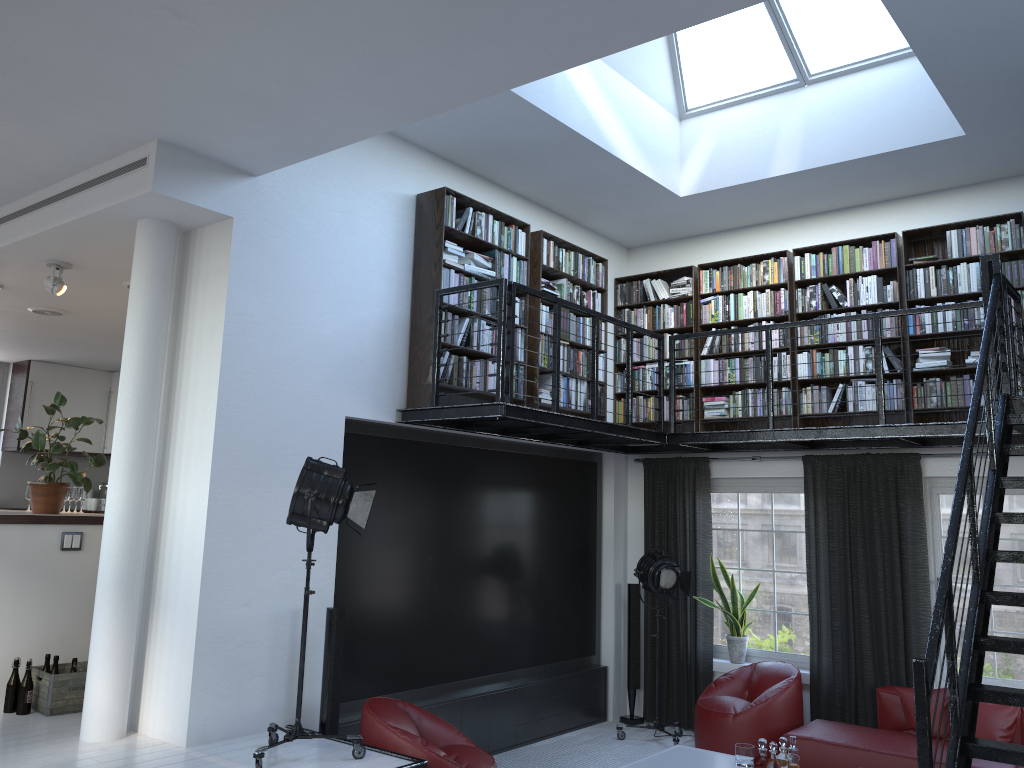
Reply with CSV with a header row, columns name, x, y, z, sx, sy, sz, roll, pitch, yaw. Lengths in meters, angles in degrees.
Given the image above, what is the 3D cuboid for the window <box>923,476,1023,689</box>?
name,x,y,z,sx,sy,sz,roll,pitch,yaw
window,3.740,1.499,6.615,1.165,1.616,0.132,-6,-13,37

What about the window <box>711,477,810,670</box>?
name,x,y,z,sx,sy,sz,roll,pitch,yaw
window,2.161,1.636,7.839,1.165,1.616,0.132,-6,-13,37

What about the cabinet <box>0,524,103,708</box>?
name,x,y,z,sx,sy,sz,roll,pitch,yaw
cabinet,-4.538,1.674,7.338,4.161,1.179,1.493,-5,-11,38

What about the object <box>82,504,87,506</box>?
name,x,y,z,sx,sy,sz,roll,pitch,yaw
object,-5.542,1.582,11.552,0.152,0.074,0.153,-6,-12,41

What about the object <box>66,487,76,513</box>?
name,x,y,z,sx,sy,sz,roll,pitch,yaw
object,-3.742,0.982,7.509,0.082,0.224,0.082,5,-11,-18

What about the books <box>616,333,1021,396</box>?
name,x,y,z,sx,sy,sz,roll,pitch,yaw
books,2.820,-0.459,7.370,4.427,1.421,0.226,-5,-12,38

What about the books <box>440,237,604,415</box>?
name,x,y,z,sx,sy,sz,roll,pitch,yaw
books,1.734,-0.691,5.993,4.368,1.418,2.195,-5,-11,37

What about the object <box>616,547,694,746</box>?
name,x,y,z,sx,sy,sz,roll,pitch,yaw
object,2.267,2.152,7.058,2.904,1.589,0.748,-2,-11,22

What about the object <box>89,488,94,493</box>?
name,x,y,z,sx,sy,sz,roll,pitch,yaw
object,-5.545,1.394,11.583,0.153,0.070,0.152,2,-9,-5

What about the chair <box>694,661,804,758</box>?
name,x,y,z,sx,sy,sz,roll,pitch,yaw
chair,1.859,2.574,6.983,0.830,0.716,0.825,2,-9,0

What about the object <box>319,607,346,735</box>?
name,x,y,z,sx,sy,sz,roll,pitch,yaw
object,-1.114,1.981,5.344,0.157,1.229,0.156,-2,-11,19

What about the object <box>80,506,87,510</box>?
name,x,y,z,sx,sy,sz,roll,pitch,yaw
object,-5.543,1.618,11.548,0.153,0.056,0.152,3,-9,-9

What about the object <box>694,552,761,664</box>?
name,x,y,z,sx,sy,sz,roll,pitch,yaw
object,1.790,1.943,7.741,0.524,0.946,0.551,10,-13,-40

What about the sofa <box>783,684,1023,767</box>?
name,x,y,z,sx,sy,sz,roll,pitch,yaw
sofa,2.510,2.345,5.054,2.537,0.660,3.265,-5,-11,38

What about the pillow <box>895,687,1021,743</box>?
name,x,y,z,sx,sy,sz,roll,pitch,yaw
pillow,3.418,2.206,5.554,0.983,0.404,1.945,3,-9,-9

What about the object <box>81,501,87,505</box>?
name,x,y,z,sx,sy,sz,roll,pitch,yaw
object,-5.541,1.552,11.556,0.153,0.063,0.152,5,-9,-22

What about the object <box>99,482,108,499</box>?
name,x,y,z,sx,sy,sz,roll,pitch,yaw
object,-5.078,1.471,11.570,0.873,0.377,0.242,-4,-12,34

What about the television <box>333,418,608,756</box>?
name,x,y,z,sx,sy,sz,roll,pitch,yaw
television,-0.181,1.641,7.006,0.116,2.443,3.337,-7,-12,38

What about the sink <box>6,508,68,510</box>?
name,x,y,z,sx,sy,sz,roll,pitch,yaw
sink,-5.812,1.481,10.987,0.433,0.416,0.911,-6,-12,38

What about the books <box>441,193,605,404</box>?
name,x,y,z,sx,sy,sz,roll,pitch,yaw
books,0.072,-0.562,7.253,0.314,1.432,2.196,-7,-12,38

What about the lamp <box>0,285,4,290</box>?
name,x,y,z,sx,sy,sz,roll,pitch,yaw
lamp,-4.240,-0.683,7.177,0.182,0.240,0.182,-7,-13,41

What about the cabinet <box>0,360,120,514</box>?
name,x,y,z,sx,sy,sz,roll,pitch,yaw
cabinet,-4.948,0.708,7.190,7.285,3.022,7.195,-5,-11,38

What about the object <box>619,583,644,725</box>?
name,x,y,z,sx,sy,sz,roll,pitch,yaw
object,1.098,2.456,8.109,0.157,1.229,0.157,9,-13,-36

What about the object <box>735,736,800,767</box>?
name,x,y,z,sx,sy,sz,roll,pitch,yaw
object,1.737,2.299,5.411,1.006,0.296,0.510,-6,-12,41

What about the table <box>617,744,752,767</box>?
name,x,y,z,sx,sy,sz,roll,pitch,yaw
table,1.471,2.549,5.323,1.662,0.245,1.160,-5,-11,38

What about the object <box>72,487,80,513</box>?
name,x,y,z,sx,sy,sz,roll,pitch,yaw
object,-3.749,1.000,7.628,0.082,0.224,0.082,1,-10,3

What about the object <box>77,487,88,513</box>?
name,x,y,z,sx,sy,sz,roll,pitch,yaw
object,-3.669,0.993,7.567,0.082,0.224,0.082,10,-13,-37

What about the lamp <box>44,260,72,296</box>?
name,x,y,z,sx,sy,sz,roll,pitch,yaw
lamp,-3.324,-0.762,6.468,0.182,0.240,0.182,-7,-13,41

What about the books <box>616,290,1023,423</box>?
name,x,y,z,sx,sy,sz,roll,pitch,yaw
books,2.507,-0.527,7.006,4.426,1.438,1.279,-5,-12,39

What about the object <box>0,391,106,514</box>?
name,x,y,z,sx,sy,sz,roll,pitch,yaw
object,-3.391,0.498,6.494,0.775,0.897,0.434,1,-10,6

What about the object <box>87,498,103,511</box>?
name,x,y,z,sx,sy,sz,roll,pitch,yaw
object,-5.369,1.545,11.364,0.249,0.153,0.134,-6,-12,39

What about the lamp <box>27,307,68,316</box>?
name,x,y,z,sx,sy,sz,roll,pitch,yaw
lamp,-4.237,-0.660,8.087,0.327,0.025,0.327,-6,-12,43

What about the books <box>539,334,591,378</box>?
name,x,y,z,sx,sy,sz,roll,pitch,yaw
books,2.080,-0.621,6.398,4.375,1.414,1.164,-5,-12,38

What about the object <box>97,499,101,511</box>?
name,x,y,z,sx,sy,sz,roll,pitch,yaw
object,-5.332,1.567,11.501,0.109,0.153,0.137,1,-10,2

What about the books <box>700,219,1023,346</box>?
name,x,y,z,sx,sy,sz,roll,pitch,yaw
books,2.830,-0.741,7.433,2.631,0.833,0.212,-5,-12,38

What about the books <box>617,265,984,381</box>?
name,x,y,z,sx,sy,sz,roll,pitch,yaw
books,2.816,-0.449,7.366,4.433,1.406,0.241,-5,-12,38

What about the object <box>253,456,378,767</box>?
name,x,y,z,sx,sy,sz,roll,pitch,yaw
object,-1.020,1.188,4.783,0.544,1.589,0.607,3,-10,-8

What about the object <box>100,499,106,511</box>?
name,x,y,z,sx,sy,sz,roll,pitch,yaw
object,-5.233,1.555,11.398,0.138,0.153,0.108,-6,-12,37

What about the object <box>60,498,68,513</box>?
name,x,y,z,sx,sy,sz,roll,pitch,yaw
object,-3.817,0.989,7.569,0.082,0.224,0.082,1,-10,5

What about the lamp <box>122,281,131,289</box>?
name,x,y,z,sx,sy,sz,roll,pitch,yaw
lamp,-2.935,-0.773,7.077,0.328,0.025,0.327,-5,-11,36

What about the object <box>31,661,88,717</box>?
name,x,y,z,sx,sy,sz,roll,pitch,yaw
object,-2.815,1.947,5.709,0.388,0.250,0.453,-7,-12,43

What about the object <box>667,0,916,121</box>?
name,x,y,z,sx,sy,sz,roll,pitch,yaw
object,2.000,-2.754,6.662,2.217,0.638,1.180,-5,-11,38

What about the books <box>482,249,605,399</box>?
name,x,y,z,sx,sy,sz,roll,pitch,yaw
books,1.909,-0.519,6.208,4.327,1.147,1.591,-5,-11,37

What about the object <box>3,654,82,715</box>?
name,x,y,z,sx,sy,sz,roll,pitch,yaw
object,-2.890,1.894,5.623,0.555,0.327,0.287,6,-11,-24

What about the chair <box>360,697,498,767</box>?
name,x,y,z,sx,sy,sz,roll,pitch,yaw
chair,-0.487,2.243,5.213,0.830,0.716,0.825,-1,-10,18

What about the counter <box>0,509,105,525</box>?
name,x,y,z,sx,sy,sz,roll,pitch,yaw
counter,-4.529,1.093,7.454,4.192,0.062,1.440,-5,-11,38

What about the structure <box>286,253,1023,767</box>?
name,x,y,z,sx,sy,sz,roll,pitch,yaw
structure,1.459,0.978,5.405,4.479,3.377,4.594,-6,-12,38

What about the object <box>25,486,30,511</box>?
name,x,y,z,sx,sy,sz,roll,pitch,yaw
object,-4.227,1.008,7.772,0.082,0.224,0.082,4,-11,-14

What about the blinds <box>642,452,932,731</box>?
name,x,y,z,sx,sy,sz,roll,pitch,yaw
blinds,2.190,1.793,7.509,2.503,2.402,0.125,-6,-13,38

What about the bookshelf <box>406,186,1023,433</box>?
name,x,y,z,sx,sy,sz,roll,pitch,yaw
bookshelf,1.979,-0.568,6.298,4.467,1.627,3.074,-5,-11,38

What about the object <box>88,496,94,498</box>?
name,x,y,z,sx,sy,sz,roll,pitch,yaw
object,-5.544,1.491,11.569,0.153,0.060,0.152,-5,-11,38

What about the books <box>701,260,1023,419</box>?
name,x,y,z,sx,sy,sz,roll,pitch,yaw
books,3.117,-0.334,7.125,3.385,1.129,0.239,-5,-12,38

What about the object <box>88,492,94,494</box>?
name,x,y,z,sx,sy,sz,roll,pitch,yaw
object,-5.542,1.425,11.576,0.153,0.067,0.152,2,-9,-5

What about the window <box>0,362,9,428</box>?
name,x,y,z,sx,sy,sz,roll,pitch,yaw
window,-6.790,0.373,10.593,0.133,1.469,1.292,-7,-13,38

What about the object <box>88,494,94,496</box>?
name,x,y,z,sx,sy,sz,roll,pitch,yaw
object,-5.544,1.456,11.573,0.152,0.077,0.153,7,-10,-30
